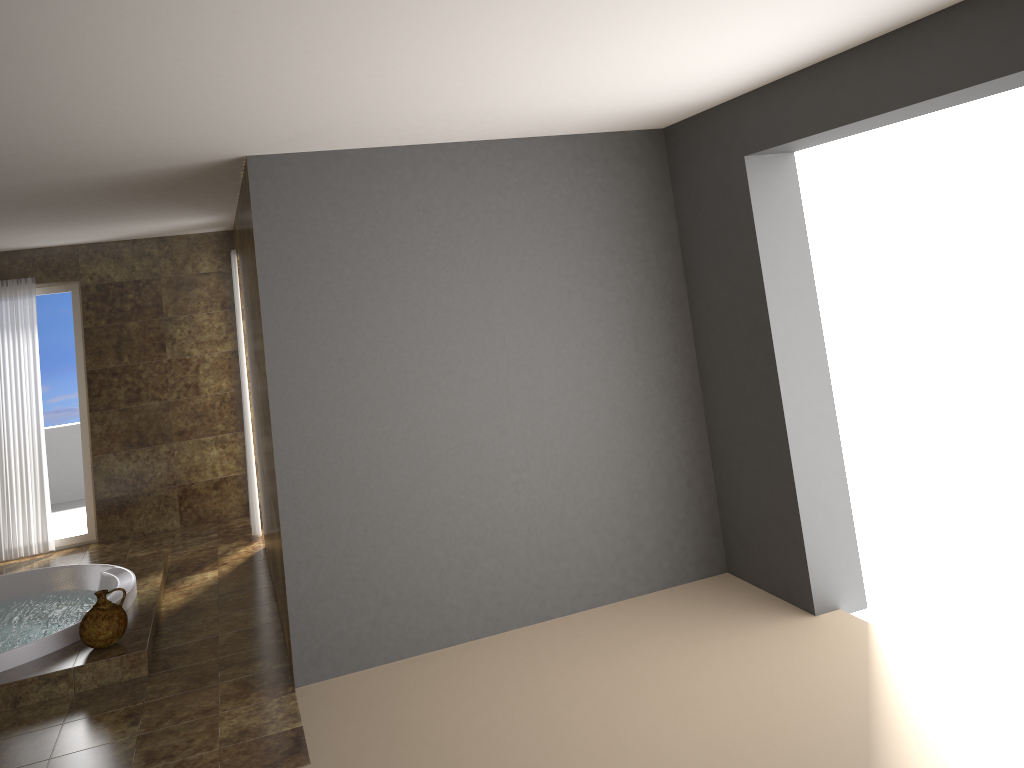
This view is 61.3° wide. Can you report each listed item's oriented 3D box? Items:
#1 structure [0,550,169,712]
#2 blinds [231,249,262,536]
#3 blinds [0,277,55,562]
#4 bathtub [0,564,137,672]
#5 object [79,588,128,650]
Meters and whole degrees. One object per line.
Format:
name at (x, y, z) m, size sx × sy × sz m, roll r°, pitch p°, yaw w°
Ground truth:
structure at (-3.095, 1.487, 4.951) m, size 2.022 × 0.125 × 1.988 m, roll -9°, pitch 7°, yaw -19°
blinds at (-2.186, 0.038, 7.035) m, size 0.069 × 2.295 × 0.473 m, roll -5°, pitch -6°, yaw -19°
blinds at (-4.086, 0.268, 7.040) m, size 0.522 × 2.283 × 0.066 m, roll -5°, pitch -6°, yaw -19°
bathtub at (-3.096, 1.479, 4.950) m, size 1.740 × 0.526 × 1.761 m, roll -6°, pitch 6°, yaw 12°
object at (-2.126, 1.220, 4.495) m, size 0.226 × 0.277 × 0.232 m, roll -8°, pitch -1°, yaw 43°
